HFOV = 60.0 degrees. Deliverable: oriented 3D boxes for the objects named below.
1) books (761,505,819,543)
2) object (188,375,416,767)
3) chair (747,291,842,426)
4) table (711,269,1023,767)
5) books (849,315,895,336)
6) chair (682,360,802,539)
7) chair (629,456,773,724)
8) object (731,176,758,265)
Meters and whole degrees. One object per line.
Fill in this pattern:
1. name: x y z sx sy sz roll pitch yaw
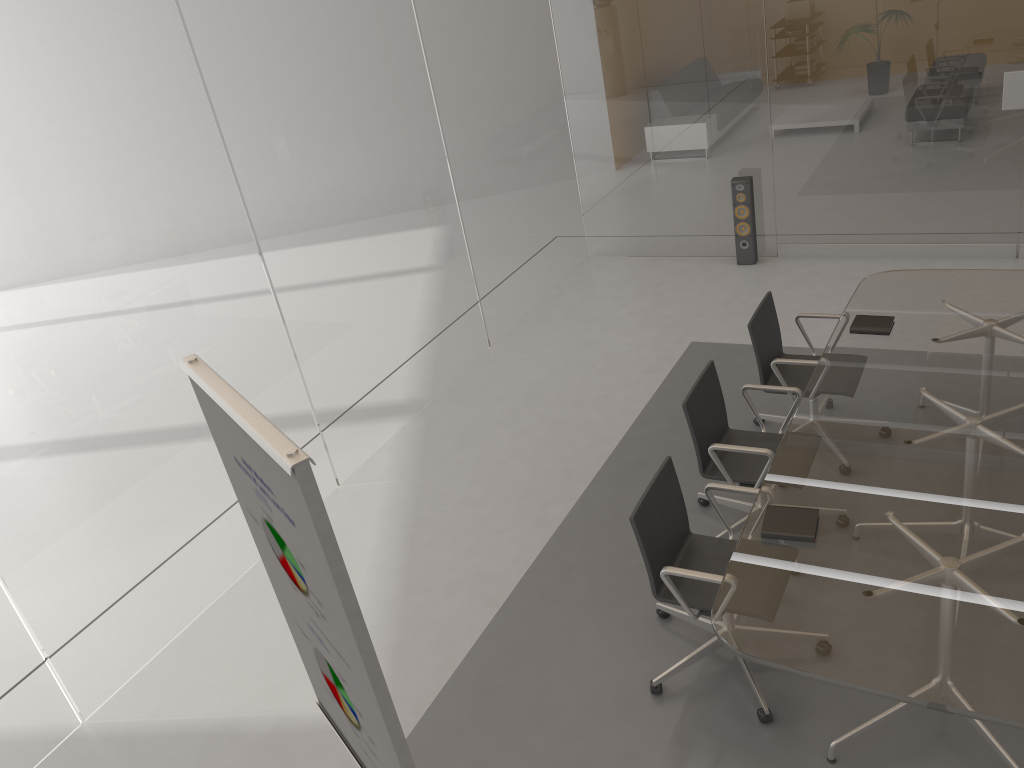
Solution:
1. books: 0.992 0.498 3.160 0.183 0.032 0.164 1 30 25
2. object: -0.347 0.951 2.168 0.553 2.088 0.560 -3 28 17
3. chair: 1.623 -0.033 4.675 0.710 0.805 0.731 -4 28 15
4. table: 1.918 0.446 3.713 1.372 0.721 3.054 5 31 30
5. books: 1.771 -0.289 4.360 0.183 0.032 0.164 6 32 32
6. chair: 1.183 0.354 4.109 0.710 0.805 0.731 -4 28 15
7. chair: 0.865 0.758 3.460 0.710 0.805 0.731 -4 28 15
8. object: 1.872 -1.308 7.146 0.152 0.706 0.124 2 30 26
